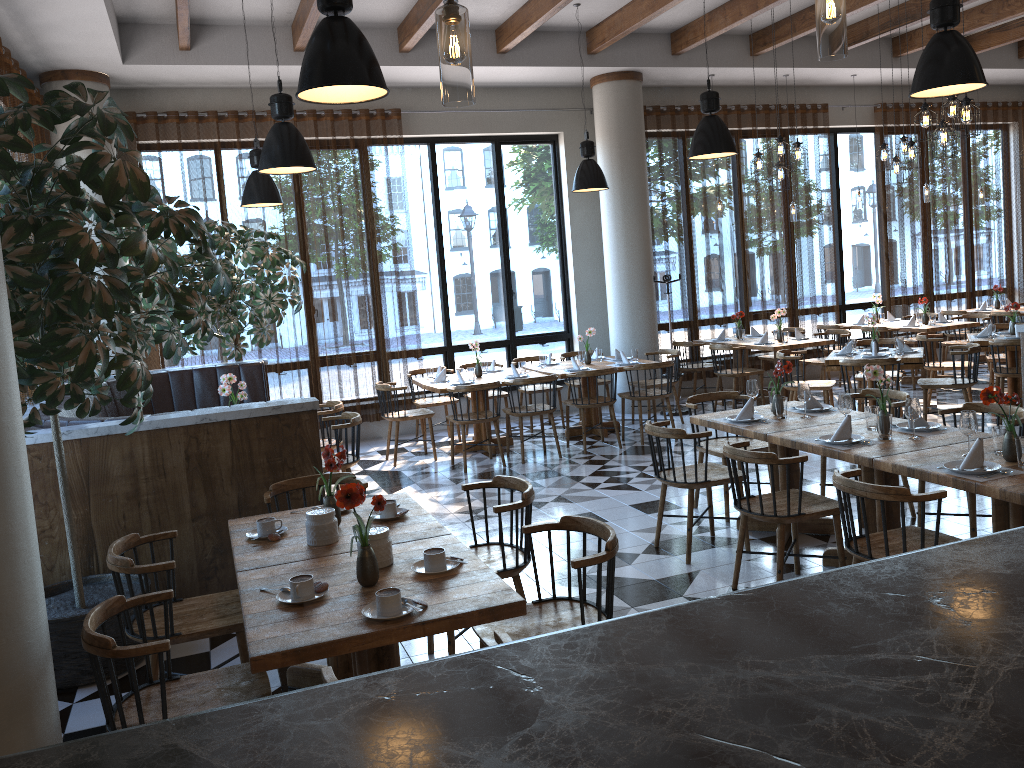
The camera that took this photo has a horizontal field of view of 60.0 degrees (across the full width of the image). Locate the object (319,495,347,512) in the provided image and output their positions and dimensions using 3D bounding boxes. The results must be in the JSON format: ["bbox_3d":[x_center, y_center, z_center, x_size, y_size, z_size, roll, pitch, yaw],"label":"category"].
[{"bbox_3d":[-0.840,0.562,4.144,0.176,0.066,0.176,-9,8,-34],"label":"object"}]

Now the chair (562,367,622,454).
[{"bbox_3d":[0.803,0.241,8.880,0.520,0.814,0.551,-6,6,-19],"label":"chair"}]

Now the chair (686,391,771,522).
[{"bbox_3d":[1.556,0.496,6.324,0.520,0.814,0.551,-6,6,-19],"label":"chair"}]

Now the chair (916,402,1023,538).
[{"bbox_3d":[2.674,0.555,5.130,0.550,0.814,0.520,-6,6,-19],"label":"chair"}]

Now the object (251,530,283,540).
[{"bbox_3d":[-1.036,0.644,3.759,0.034,0.012,0.156,2,9,42],"label":"object"}]

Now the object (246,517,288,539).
[{"bbox_3d":[-1.058,0.618,3.818,0.175,0.066,0.176,-1,7,25],"label":"object"}]

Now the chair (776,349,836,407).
[{"bbox_3d":[2.960,0.069,8.899,0.549,0.814,0.522,-2,6,26],"label":"chair"}]

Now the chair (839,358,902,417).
[{"bbox_3d":[3.268,0.150,8.042,0.519,0.814,0.552,-2,6,26],"label":"chair"}]

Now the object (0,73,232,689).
[{"bbox_3d":[-1.902,0.035,4.249,1.485,2.771,1.755,-9,7,-38],"label":"object"}]

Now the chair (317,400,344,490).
[{"bbox_3d":[-1.697,0.589,7.647,0.550,0.814,0.520,-6,6,-19],"label":"chair"}]

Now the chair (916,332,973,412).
[{"bbox_3d":[4.648,-0.138,9.497,0.549,0.814,0.522,-2,6,26],"label":"chair"}]

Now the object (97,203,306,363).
[{"bbox_3d":[-2.932,-0.447,8.828,1.479,2.771,1.761,-2,6,29],"label":"object"}]

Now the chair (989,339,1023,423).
[{"bbox_3d":[4.956,-0.057,8.640,0.519,0.814,0.552,-2,6,26],"label":"chair"}]

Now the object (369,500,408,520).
[{"bbox_3d":[-0.554,0.561,3.970,0.176,0.066,0.176,-5,7,-4],"label":"object"}]

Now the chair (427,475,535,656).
[{"bbox_3d":[-0.145,0.896,4.163,0.550,0.814,0.520,-6,6,-19],"label":"chair"}]

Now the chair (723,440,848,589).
[{"bbox_3d":[1.428,0.707,4.688,0.550,0.814,0.520,-6,6,-19],"label":"chair"}]

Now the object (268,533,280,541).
[{"bbox_3d":[-1.003,0.646,3.736,0.053,0.025,0.049,-10,9,-42],"label":"object"}]

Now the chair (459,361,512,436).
[{"bbox_3d":[-0.306,0.180,10.089,0.520,0.814,0.551,-6,6,-19],"label":"chair"}]

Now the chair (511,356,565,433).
[{"bbox_3d":[0.304,0.105,10.305,0.520,0.814,0.551,-6,6,-19],"label":"chair"}]

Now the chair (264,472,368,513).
[{"bbox_3d":[-0.955,0.916,4.516,0.520,0.814,0.551,-6,6,-19],"label":"chair"}]

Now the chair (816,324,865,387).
[{"bbox_3d":[4.383,-0.404,11.831,0.550,0.814,0.520,-6,6,-19],"label":"chair"}]

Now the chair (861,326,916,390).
[{"bbox_3d":[4.669,-0.329,11.038,0.550,0.814,0.520,-6,6,-19],"label":"chair"}]

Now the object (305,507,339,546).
[{"bbox_3d":[-0.784,0.587,3.651,0.129,0.128,0.130,-2,6,25],"label":"object"}]

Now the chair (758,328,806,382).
[{"bbox_3d":[3.543,-0.301,11.533,0.550,0.814,0.520,-6,6,-19],"label":"chair"}]

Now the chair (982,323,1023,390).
[{"bbox_3d":[5.503,-0.243,9.800,0.519,0.814,0.552,-2,6,26],"label":"chair"}]

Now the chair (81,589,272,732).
[{"bbox_3d":[-1.074,1.121,2.924,0.550,0.814,0.520,-6,6,-19],"label":"chair"}]

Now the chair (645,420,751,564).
[{"bbox_3d":[1.135,0.630,5.504,0.550,0.814,0.520,-6,6,-19],"label":"chair"}]

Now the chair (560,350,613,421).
[{"bbox_3d":[0.878,0.035,10.508,0.520,0.814,0.551,-6,6,-19],"label":"chair"}]

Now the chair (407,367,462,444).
[{"bbox_3d":[-0.864,0.248,9.891,0.520,0.814,0.551,-6,6,-19],"label":"chair"}]

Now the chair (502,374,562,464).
[{"bbox_3d":[0.193,0.315,8.664,0.520,0.814,0.551,-6,6,-19],"label":"chair"}]

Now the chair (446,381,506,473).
[{"bbox_3d":[-0.347,0.382,8.473,0.520,0.814,0.551,-6,6,-19],"label":"chair"}]

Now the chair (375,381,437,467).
[{"bbox_3d":[-1.079,0.374,9.004,0.550,0.814,0.520,-6,6,-19],"label":"chair"}]

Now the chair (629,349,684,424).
[{"bbox_3d":[1.630,0.042,9.964,0.550,0.814,0.520,-6,6,-19],"label":"chair"}]

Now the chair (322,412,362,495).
[{"bbox_3d":[-1.406,0.666,6.840,0.550,0.814,0.520,-6,6,-19],"label":"chair"}]

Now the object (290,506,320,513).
[{"bbox_3d":[-0.970,0.590,4.166,0.155,0.023,0.034,-4,6,8],"label":"object"}]

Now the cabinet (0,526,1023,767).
[{"bbox_3d":[1.716,1.016,0.570,6.002,1.161,3.036,-7,7,-19],"label":"cabinet"}]

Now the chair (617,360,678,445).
[{"bbox_3d":[1.394,0.168,9.090,0.520,0.814,0.551,-6,6,-19],"label":"chair"}]

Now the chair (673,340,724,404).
[{"bbox_3d":[2.318,-0.152,11.100,0.550,0.814,0.520,-6,6,-19],"label":"chair"}]

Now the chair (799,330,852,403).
[{"bbox_3d":[3.828,-0.226,10.740,0.550,0.814,0.520,-6,6,-19],"label":"chair"}]

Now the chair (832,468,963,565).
[{"bbox_3d":[1.721,0.784,3.874,0.550,0.814,0.520,-6,6,-19],"label":"chair"}]

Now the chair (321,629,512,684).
[{"bbox_3d":[-0.245,1.107,2.507,0.520,0.814,0.551,-6,6,-19],"label":"chair"}]

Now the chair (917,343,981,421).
[{"bbox_3d":[4.123,0.045,8.345,0.549,0.814,0.522,-2,6,26],"label":"chair"}]

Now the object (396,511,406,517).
[{"bbox_3d":[-0.494,0.577,3.939,0.050,0.023,0.052,-7,7,-24],"label":"object"}]

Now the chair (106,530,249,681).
[{"bbox_3d":[-1.364,1.045,3.732,0.550,0.814,0.520,-6,6,-19],"label":"chair"}]

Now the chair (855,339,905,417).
[{"bbox_3d":[3.815,-0.036,9.202,0.519,0.814,0.552,-2,6,26],"label":"chair"}]

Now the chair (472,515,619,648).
[{"bbox_3d":[0.145,0.972,3.356,0.550,0.814,0.520,-6,6,-19],"label":"chair"}]

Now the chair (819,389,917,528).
[{"bbox_3d":[2.381,0.478,5.945,0.550,0.814,0.520,-6,6,-19],"label":"chair"}]

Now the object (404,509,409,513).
[{"bbox_3d":[-0.485,0.575,3.972,0.050,0.023,0.052,-7,7,-24],"label":"object"}]

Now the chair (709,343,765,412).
[{"bbox_3d":[2.604,-0.077,10.307,0.550,0.814,0.520,-6,6,-19],"label":"chair"}]
